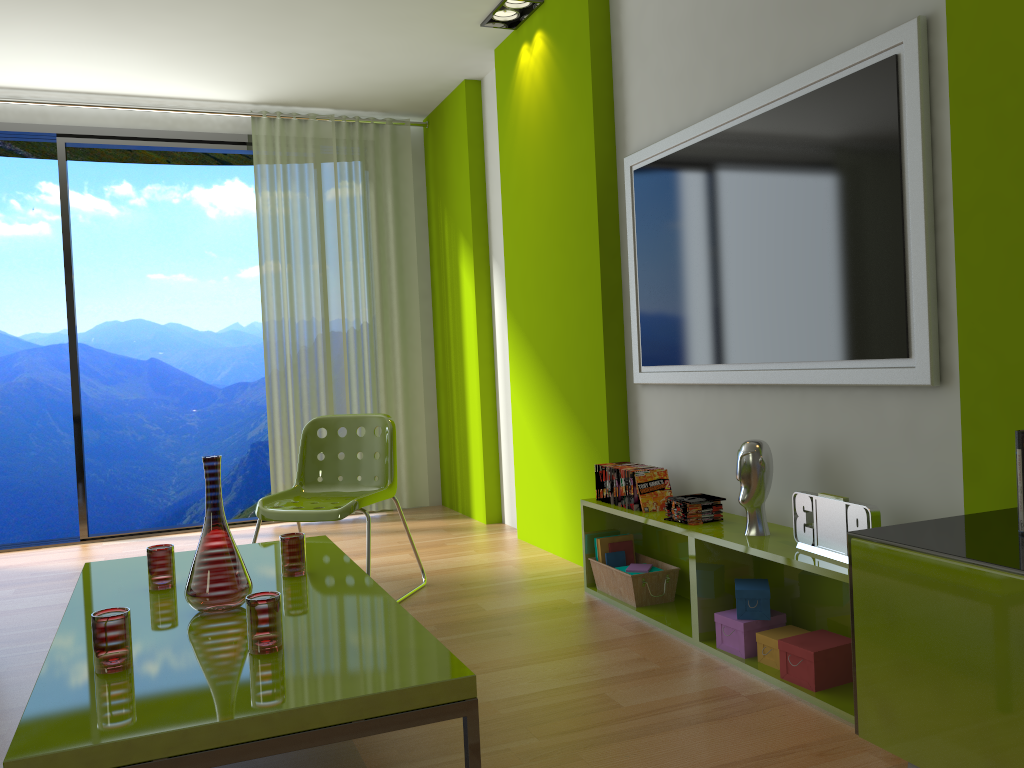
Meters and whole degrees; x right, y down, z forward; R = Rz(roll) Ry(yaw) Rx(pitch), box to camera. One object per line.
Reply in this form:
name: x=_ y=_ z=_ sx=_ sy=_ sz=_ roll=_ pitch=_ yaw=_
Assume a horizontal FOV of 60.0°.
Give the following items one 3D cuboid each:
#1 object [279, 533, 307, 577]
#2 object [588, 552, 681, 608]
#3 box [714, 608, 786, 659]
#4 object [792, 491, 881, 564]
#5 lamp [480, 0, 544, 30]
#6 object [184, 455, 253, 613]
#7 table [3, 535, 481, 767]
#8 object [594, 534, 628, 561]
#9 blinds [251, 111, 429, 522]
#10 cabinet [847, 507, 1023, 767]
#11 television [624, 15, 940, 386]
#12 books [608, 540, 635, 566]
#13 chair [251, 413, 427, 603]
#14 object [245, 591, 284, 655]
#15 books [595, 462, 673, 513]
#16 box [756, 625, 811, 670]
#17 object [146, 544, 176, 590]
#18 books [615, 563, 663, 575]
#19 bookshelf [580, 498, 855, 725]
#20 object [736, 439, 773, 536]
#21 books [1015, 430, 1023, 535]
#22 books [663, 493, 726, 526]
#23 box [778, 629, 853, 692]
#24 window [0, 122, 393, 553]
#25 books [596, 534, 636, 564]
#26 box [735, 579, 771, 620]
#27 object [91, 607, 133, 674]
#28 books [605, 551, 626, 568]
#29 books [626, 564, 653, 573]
object: x=-0.657 y=0.514 z=2.665 sx=0.076 sy=0.122 sz=0.075 roll=-2 pitch=1 yaw=13
object: x=0.476 y=0.764 z=3.469 sx=0.213 sy=0.129 sz=0.367 roll=-3 pitch=1 yaw=-22
box: x=0.748 y=0.777 z=2.779 sx=0.202 sy=0.116 sz=0.135 roll=-3 pitch=1 yaw=-27
object: x=0.879 y=0.392 z=2.418 sx=0.047 sy=0.176 sz=0.340 roll=-3 pitch=1 yaw=-17
lamp: x=-0.007 y=-1.842 z=4.266 sx=0.192 sy=0.131 sz=0.352 roll=-3 pitch=1 yaw=-22
object: x=-0.769 y=0.387 z=2.303 sx=0.168 sy=0.400 sz=0.168 roll=-4 pitch=2 yaw=-36
table: x=-0.746 y=0.758 z=2.360 sx=0.810 sy=0.349 sz=1.682 roll=-3 pitch=1 yaw=-22
object: x=0.418 y=0.720 z=3.615 sx=0.158 sy=0.200 sz=0.040 roll=-3 pitch=1 yaw=-22
blinds: x=-1.094 y=-0.443 z=5.725 sx=1.012 sy=2.568 sz=0.067 roll=-3 pitch=1 yaw=-22
cabinet: x=1.517 y=0.584 z=0.287 sx=0.547 sy=0.593 sz=3.384 roll=-3 pitch=1 yaw=-22
television: x=0.779 y=-0.467 z=2.971 sx=0.028 sy=0.941 sz=1.537 roll=-3 pitch=1 yaw=-22
books: x=0.447 y=0.728 z=3.576 sx=0.105 sy=0.182 sz=0.031 roll=-3 pitch=1 yaw=-22
chair: x=-0.762 y=0.522 z=3.734 sx=0.640 sy=0.759 sz=0.546 roll=-2 pitch=1 yaw=17
object: x=-0.543 y=0.525 z=1.947 sx=0.075 sy=0.122 sz=0.076 roll=-2 pitch=2 yaw=34
books: x=0.474 y=0.397 z=3.444 sx=0.147 sy=0.150 sz=0.370 roll=-3 pitch=1 yaw=-22
box: x=0.817 y=0.788 z=2.643 sx=0.169 sy=0.093 sz=0.102 roll=-3 pitch=1 yaw=-27
object: x=-1.021 y=0.534 z=2.581 sx=0.076 sy=0.122 sz=0.075 roll=-2 pitch=1 yaw=13
books: x=0.501 y=0.727 z=3.408 sx=0.143 sy=0.025 sz=0.182 roll=-3 pitch=1 yaw=-22
bookshelf: x=0.732 y=0.657 z=2.940 sx=0.306 sy=0.378 sz=1.630 roll=-3 pitch=1 yaw=-22
object: x=0.765 y=0.326 z=2.776 sx=0.107 sy=0.305 sz=0.107 roll=-2 pitch=2 yaw=35
books: x=1.031 y=0.185 z=1.698 sx=0.163 sy=0.201 sz=0.025 roll=-3 pitch=1 yaw=-22
books: x=0.627 y=0.431 z=3.065 sx=0.164 sy=0.078 sz=0.172 roll=-3 pitch=1 yaw=-23
box: x=0.862 y=0.778 z=2.491 sx=0.202 sy=0.116 sz=0.135 roll=-3 pitch=1 yaw=-27
window: x=-2.446 y=-0.289 z=5.430 sx=3.336 sy=2.498 sz=0.219 roll=-3 pitch=1 yaw=-22
books: x=0.427 y=0.719 z=3.592 sx=0.158 sy=0.202 sz=0.051 roll=-3 pitch=1 yaw=-22
box: x=0.752 y=0.672 z=2.772 sx=0.102 sy=0.093 sz=0.138 roll=-2 pitch=1 yaw=13
object: x=-0.842 y=0.541 z=1.869 sx=0.076 sy=0.122 sz=0.075 roll=-2 pitch=1 yaw=13
books: x=0.419 y=0.747 z=3.550 sx=0.086 sy=0.148 sz=0.025 roll=-3 pitch=1 yaw=-22
books: x=0.492 y=0.711 z=3.424 sx=0.087 sy=0.008 sz=0.110 roll=-2 pitch=1 yaw=18
